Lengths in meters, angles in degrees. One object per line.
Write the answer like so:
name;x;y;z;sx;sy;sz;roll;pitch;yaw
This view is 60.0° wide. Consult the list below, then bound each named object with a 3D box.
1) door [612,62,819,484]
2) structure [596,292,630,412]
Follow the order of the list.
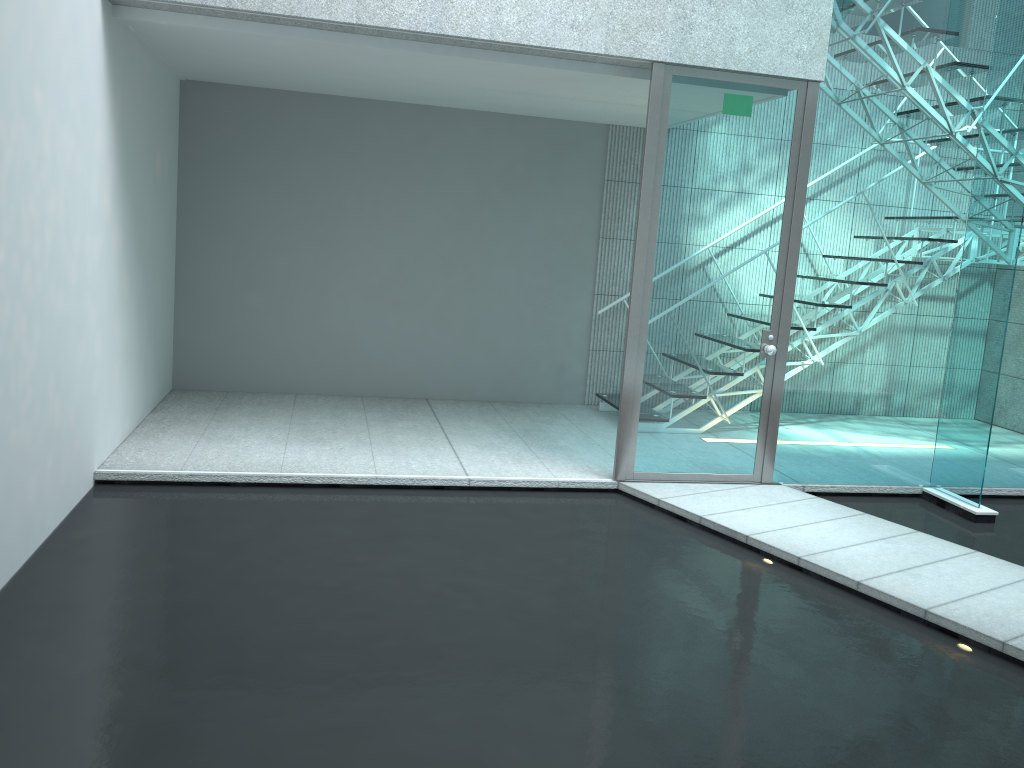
door;1.016;-0.507;4.399;0.865;2.055;0.077;3;8;-12
structure;2.564;-2.557;5.429;3.294;5.980;1.919;3;8;-12
